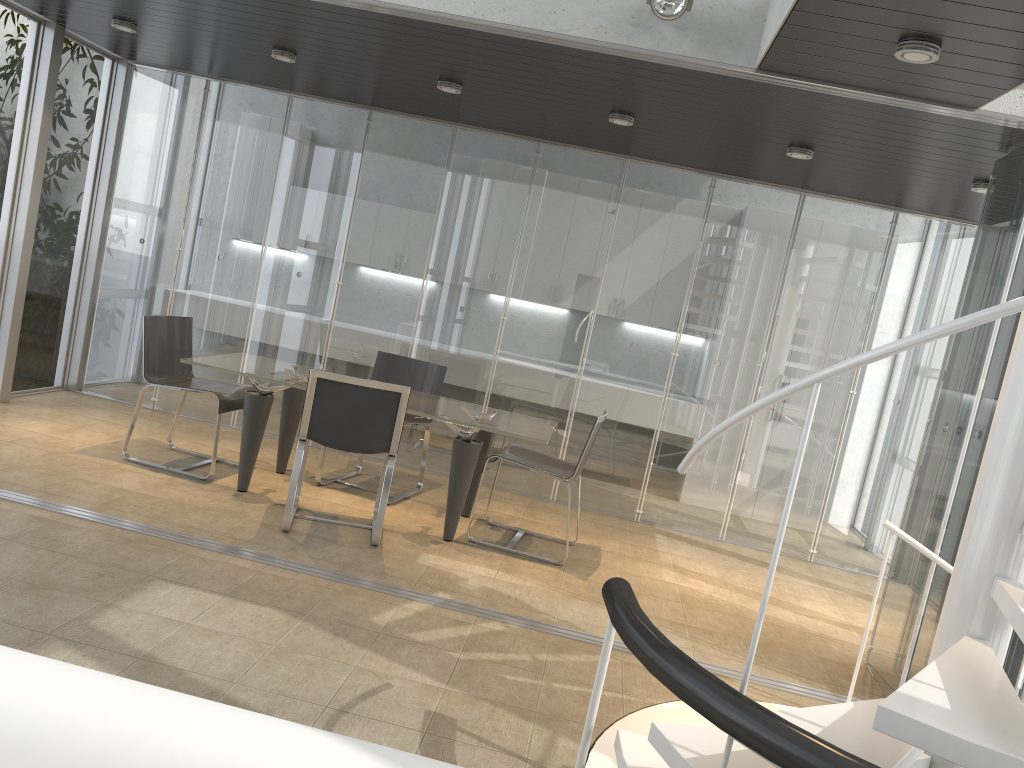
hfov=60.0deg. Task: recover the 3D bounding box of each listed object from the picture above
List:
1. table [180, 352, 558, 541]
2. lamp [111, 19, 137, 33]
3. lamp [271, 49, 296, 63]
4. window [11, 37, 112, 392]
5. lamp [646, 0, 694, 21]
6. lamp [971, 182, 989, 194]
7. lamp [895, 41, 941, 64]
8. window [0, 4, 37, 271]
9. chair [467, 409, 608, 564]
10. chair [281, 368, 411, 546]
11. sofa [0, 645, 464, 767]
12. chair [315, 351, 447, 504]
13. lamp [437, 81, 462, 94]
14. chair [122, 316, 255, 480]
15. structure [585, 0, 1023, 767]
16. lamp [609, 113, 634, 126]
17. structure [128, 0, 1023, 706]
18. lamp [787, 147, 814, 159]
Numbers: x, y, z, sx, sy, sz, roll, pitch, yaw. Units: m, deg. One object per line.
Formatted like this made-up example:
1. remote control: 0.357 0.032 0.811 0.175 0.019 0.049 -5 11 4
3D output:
1. table: -0.912 0.411 5.677 2.250 0.733 0.900 12 6 5
2. lamp: -2.466 -2.277 5.639 0.149 0.038 0.149 14 6 20
3. lamp: -1.425 -2.048 5.537 0.149 0.038 0.149 14 6 20
4. window: -3.477 -1.243 6.770 0.010 2.645 0.741 12 6 5
5. lamp: 0.667 -1.614 3.771 0.197 0.154 0.254 12 6 5
6. lamp: 2.741 -1.133 5.131 0.149 0.038 0.149 14 6 20
7. lamp: 1.466 -1.200 3.206 0.149 0.038 0.149 14 6 20
8. window: -3.581 -1.170 5.865 0.010 2.645 0.741 12 6 5
9. chair: 0.175 0.562 5.552 0.660 0.922 0.546 13 6 10
10. chair: -0.945 0.375 5.094 0.546 0.922 0.660 11 6 -9
11. sofa: -0.101 1.028 1.143 2.601 0.638 0.971 12 6 5
12. chair: -0.891 0.279 6.128 0.546 0.922 0.660 13 6 15
13. lamp: -0.383 -1.819 5.436 0.149 0.038 0.149 14 6 20
14. chair: -2.044 0.074 5.774 0.660 0.922 0.546 13 6 10
15. structure: -0.525 0.540 4.458 6.700 6.900 4.916 12 6 5
16. lamp: 0.658 -1.591 5.334 0.149 0.038 0.149 14 6 20
17. structure: -1.667 -2.341 1.643 9.817 6.605 10.665 12 6 4
18. lamp: 1.699 -1.362 5.233 0.149 0.038 0.149 14 6 20
